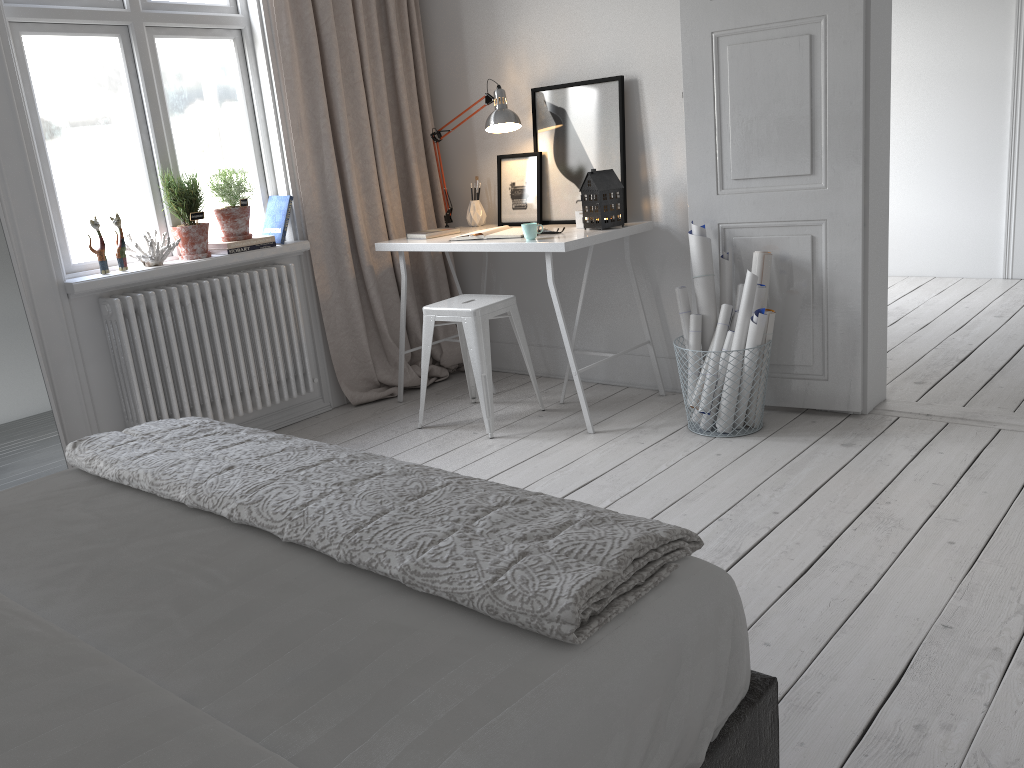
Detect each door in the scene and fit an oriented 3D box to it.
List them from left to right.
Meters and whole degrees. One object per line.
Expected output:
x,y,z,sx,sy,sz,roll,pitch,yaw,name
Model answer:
0.965,-1.031,3.336,0.678,2.324,0.034,4,18,31,door

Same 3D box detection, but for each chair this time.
-0.157,-0.101,3.847,0.407,0.527,0.410,5,19,35,chair

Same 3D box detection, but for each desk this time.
0.030,-0.304,4.057,1.163,0.776,0.641,7,20,40,desk

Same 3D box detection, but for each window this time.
-1.491,-1.259,3.577,0.079,1.535,1.048,7,20,40,window

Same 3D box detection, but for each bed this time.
-0.911,0.396,1.096,1.888,1.167,2.178,7,20,40,bed

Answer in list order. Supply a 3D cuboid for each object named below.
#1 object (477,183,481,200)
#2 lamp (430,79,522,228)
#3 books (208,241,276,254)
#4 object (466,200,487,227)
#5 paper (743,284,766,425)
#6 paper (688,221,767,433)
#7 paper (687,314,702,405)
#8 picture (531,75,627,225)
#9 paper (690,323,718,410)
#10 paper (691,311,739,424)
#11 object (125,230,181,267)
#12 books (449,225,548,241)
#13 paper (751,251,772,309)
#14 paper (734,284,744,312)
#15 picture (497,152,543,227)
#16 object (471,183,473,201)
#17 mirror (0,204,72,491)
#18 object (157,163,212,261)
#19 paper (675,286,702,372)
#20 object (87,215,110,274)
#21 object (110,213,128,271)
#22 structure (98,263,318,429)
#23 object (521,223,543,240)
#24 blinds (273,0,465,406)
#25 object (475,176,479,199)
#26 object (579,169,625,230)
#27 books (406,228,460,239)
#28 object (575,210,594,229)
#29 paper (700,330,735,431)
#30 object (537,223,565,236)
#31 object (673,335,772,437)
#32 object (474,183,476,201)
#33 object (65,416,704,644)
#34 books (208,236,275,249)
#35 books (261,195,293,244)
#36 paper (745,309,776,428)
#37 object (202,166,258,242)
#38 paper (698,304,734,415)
-0.169,-0.891,4.399,0.054,0.207,0.008,1,16,24,object
-0.188,-1.028,4.168,0.568,0.745,0.165,5,19,35,lamp
-1.179,-0.596,3.877,0.156,0.022,0.245,9,21,44,books
-0.179,-0.850,4.413,0.101,0.126,0.101,7,20,40,object
0.915,-0.112,3.437,0.153,0.553,0.060,-7,15,-3,paper
0.829,-0.226,3.442,0.181,0.793,0.431,-7,15,-5,paper
0.724,-0.096,3.514,0.047,0.360,0.129,3,17,29,paper
0.295,-1.028,3.966,0.493,0.614,0.062,7,20,40,picture
0.782,-0.089,3.486,0.239,0.358,0.047,-16,18,-33,paper
0.814,-0.062,3.488,0.253,0.431,0.054,-9,15,-12,paper
-1.436,-0.543,3.557,0.212,0.149,0.186,-18,19,-38,object
-0.067,-0.659,3.857,0.358,0.029,0.291,2,17,26,books
0.950,-0.184,3.481,0.181,0.668,0.073,-13,17,-26,paper
0.885,-0.118,3.515,0.047,0.541,0.200,9,21,43,paper
0.035,-0.915,4.181,0.261,0.333,0.062,7,20,40,picture
-0.195,-0.892,4.411,0.008,0.207,0.054,-4,15,6,object
-1.950,-0.199,2.925,0.145,1.553,0.669,7,20,40,mirror
-1.341,-0.721,3.655,0.183,0.410,0.199,-5,15,2,object
0.726,-0.119,3.558,0.046,0.546,0.166,-13,17,-24,paper
-1.593,-0.536,3.412,0.052,0.224,0.045,-1,16,17,object
-1.528,-0.554,3.455,0.045,0.224,0.052,-8,15,-7,object
-1.284,-0.150,3.782,0.216,0.599,0.936,7,20,40,structure
0.079,-0.613,3.573,0.082,0.065,0.064,7,19,38,object
-0.652,-1.255,4.156,0.225,2.678,0.831,7,20,40,blinds
-0.171,-0.910,4.408,0.023,0.239,0.028,6,19,37,object
0.377,-0.776,3.710,0.135,0.248,0.135,-15,18,-32,object
-0.366,-0.704,4.139,0.207,0.024,0.149,-19,20,-40,books
0.324,-0.716,3.839,0.065,0.073,0.078,6,19,36,object
0.834,-0.018,3.443,0.234,0.389,0.078,-11,16,-18,paper
0.140,-0.650,3.721,0.133,0.047,0.114,3,17,28,object
0.830,-0.004,3.480,0.375,0.350,0.374,8,20,42,object
-0.184,-0.894,4.417,0.008,0.207,0.054,2,17,28,object
-0.363,0.198,1.707,1.460,0.104,0.405,7,20,40,object
-1.181,-0.617,3.864,0.157,0.025,0.246,9,21,42,books
-1.059,-0.739,3.993,0.175,0.211,0.101,9,21,43,books
0.953,-0.058,3.406,0.123,0.464,0.057,-2,15,13,paper
-1.195,-0.781,3.817,0.220,0.318,0.211,-9,15,-10,object
0.791,-0.096,3.437,0.049,0.402,0.244,8,20,42,paper
